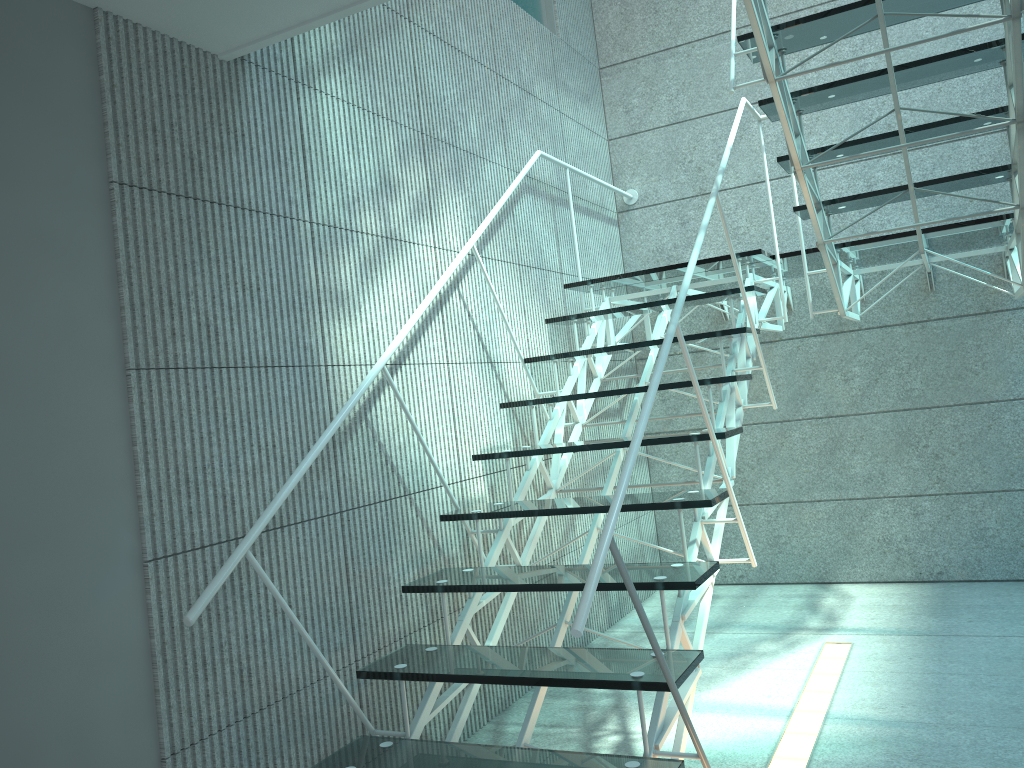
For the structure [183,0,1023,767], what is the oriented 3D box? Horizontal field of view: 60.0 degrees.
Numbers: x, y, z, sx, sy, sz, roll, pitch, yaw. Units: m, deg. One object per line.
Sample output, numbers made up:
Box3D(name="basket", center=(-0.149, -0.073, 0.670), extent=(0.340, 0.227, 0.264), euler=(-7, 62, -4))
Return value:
Box3D(name="structure", center=(0.615, -1.976, 2.992), extent=(1.906, 6.019, 3.296), euler=(-8, -3, 27))
